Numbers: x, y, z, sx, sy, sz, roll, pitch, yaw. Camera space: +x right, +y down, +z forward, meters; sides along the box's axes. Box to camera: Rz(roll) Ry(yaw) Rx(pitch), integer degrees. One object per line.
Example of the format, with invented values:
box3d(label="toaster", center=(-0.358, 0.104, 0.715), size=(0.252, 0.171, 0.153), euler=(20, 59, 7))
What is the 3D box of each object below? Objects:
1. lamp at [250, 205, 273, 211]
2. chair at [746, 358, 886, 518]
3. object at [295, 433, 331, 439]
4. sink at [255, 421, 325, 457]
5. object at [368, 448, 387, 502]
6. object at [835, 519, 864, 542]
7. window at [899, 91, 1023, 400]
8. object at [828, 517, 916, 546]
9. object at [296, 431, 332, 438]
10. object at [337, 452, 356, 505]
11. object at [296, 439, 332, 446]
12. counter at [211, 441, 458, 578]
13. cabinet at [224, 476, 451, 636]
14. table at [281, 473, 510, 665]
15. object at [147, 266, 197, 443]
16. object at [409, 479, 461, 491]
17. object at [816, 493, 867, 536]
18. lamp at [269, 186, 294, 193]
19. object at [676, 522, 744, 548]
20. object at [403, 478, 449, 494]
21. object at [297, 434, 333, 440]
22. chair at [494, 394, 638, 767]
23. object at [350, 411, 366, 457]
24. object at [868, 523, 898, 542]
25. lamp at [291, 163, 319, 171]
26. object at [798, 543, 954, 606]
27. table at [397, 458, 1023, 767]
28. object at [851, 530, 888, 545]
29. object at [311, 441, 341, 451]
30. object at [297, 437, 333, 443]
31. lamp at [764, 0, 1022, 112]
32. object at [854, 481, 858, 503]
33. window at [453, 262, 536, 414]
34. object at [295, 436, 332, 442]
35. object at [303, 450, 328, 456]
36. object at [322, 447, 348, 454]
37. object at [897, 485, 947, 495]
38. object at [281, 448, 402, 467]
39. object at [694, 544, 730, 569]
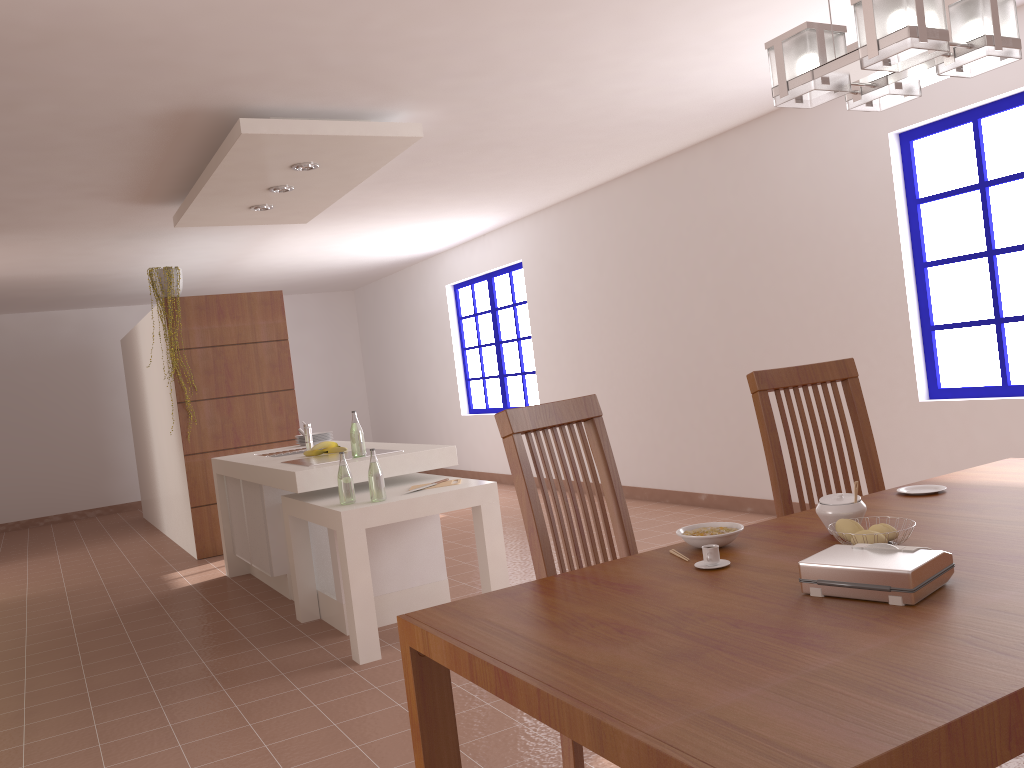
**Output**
box3d(label="lamp", center=(-1.590, -1.136, 5.626), size=(0.143, 0.059, 0.143), euler=(-7, 1, 0))
box3d(label="chair", center=(0.944, 0.467, 2.215), size=(0.444, 1.063, 0.574), euler=(-7, 1, -19))
box3d(label="object", center=(-1.367, 0.364, 6.124), size=(0.228, 0.020, 0.228), euler=(-6, 1, 43))
box3d(label="sink", center=(-1.357, 0.418, 5.586), size=(0.404, 0.368, 0.668), euler=(-8, 1, -29))
box3d(label="object", center=(-0.595, 0.397, 3.870), size=(0.071, 0.230, 0.071), euler=(-6, 1, 43))
box3d(label="object", center=(0.637, 0.275, 1.668), size=(0.055, 0.044, 0.048), euler=(-6, 1, 41))
box3d(label="window", center=(2.572, -0.665, 4.008), size=(0.035, 1.430, 1.699), euler=(-8, 1, -29))
box3d(label="object", center=(0.664, 0.280, 1.633), size=(0.151, 0.041, 0.151), euler=(-7, 1, 21))
box3d(label="object", center=(-1.369, 0.354, 6.124), size=(0.228, 0.020, 0.228), euler=(-6, 1, 43))
box3d(label="object", center=(-0.736, 0.413, 3.904), size=(0.071, 0.230, 0.071), euler=(-6, 1, 43))
box3d(label="object", center=(-1.362, 0.404, 6.125), size=(0.228, 0.020, 0.228), euler=(-6, 1, 43))
box3d(label="counter", center=(-1.105, 0.801, 5.224), size=(0.821, 0.800, 2.156), euler=(-8, 1, -29))
box3d(label="cabinet", center=(-1.068, 0.848, 5.178), size=(0.737, 0.700, 2.048), euler=(-8, 1, -29))
box3d(label="table", center=(-0.589, 0.831, 4.302), size=(0.737, 0.647, 1.003), euler=(-8, 1, -29))
box3d(label="object", center=(-2.568, -0.217, 6.730), size=(0.279, 1.344, 0.297), euler=(-7, 1, 21))
box3d(label="object", center=(-0.360, 0.476, 4.179), size=(0.266, 0.006, 0.168), euler=(-7, 1, -12))
box3d(label="object", center=(0.658, 0.259, 1.772), size=(0.096, 0.079, 0.096), euler=(-8, 1, -33))
box3d(label="lamp", center=(-1.352, -1.158, 5.188), size=(0.143, 0.059, 0.143), euler=(-7, 1, 0))
box3d(label="object", center=(0.403, 0.312, 1.801), size=(0.136, 0.036, 0.136), euler=(-7, 1, 19))
box3d(label="object", center=(-0.392, 0.474, 4.131), size=(0.041, 0.008, 0.375), euler=(-7, 1, 28))
box3d(label="object", center=(-1.366, 0.374, 6.125), size=(0.228, 0.020, 0.228), euler=(-6, 1, 43))
box3d(label="chair", center=(0.337, 0.547, 1.882), size=(0.574, 1.063, 0.444), euler=(-6, 1, 42))
box3d(label="object", center=(-0.783, 0.250, 4.469), size=(0.071, 0.230, 0.071), euler=(-6, 1, 43))
box3d(label="object", center=(0.685, 0.275, 1.643), size=(0.048, 0.033, 0.060), euler=(-8, 1, -30))
box3d(label="lamp", center=(-1.110, -1.181, 4.745), size=(0.143, 0.059, 0.143), euler=(-6, 1, 45))
box3d(label="object", center=(0.579, 0.284, 1.395), size=(0.195, 0.062, 0.176), euler=(-8, 1, -44))
box3d(label="table", center=(0.839, 0.653, 1.606), size=(1.800, 0.740, 0.900), euler=(-8, 1, -29))
box3d(label="object", center=(0.648, 0.281, 1.609), size=(0.061, 0.032, 0.048), euler=(-6, 1, 31))
box3d(label="object", center=(-1.043, 0.349, 5.009), size=(0.047, 0.055, 0.207), euler=(-6, 1, 38))
box3d(label="object", center=(-1.364, 0.394, 6.125), size=(0.228, 0.020, 0.228), euler=(-6, 1, 43))
box3d(label="lamp", center=(0.641, -1.004, 1.613), size=(0.304, 0.919, 0.304), euler=(-8, 1, -29))
box3d(label="object", center=(0.675, 0.227, 1.740), size=(0.010, 0.075, 0.015), euler=(-8, 1, -29))
box3d(label="window", center=(-0.137, -0.416, 9.015), size=(0.035, 1.430, 1.699), euler=(-8, 1, -29))
box3d(label="object", center=(-1.365, 0.384, 6.125), size=(0.228, 0.020, 0.228), euler=(-6, 1, 43))
box3d(label="object", center=(-1.115, 0.387, 4.972), size=(0.207, 0.033, 0.060), euler=(-6, 1, 41))
box3d(label="object", center=(-1.012, 0.374, 4.999), size=(0.207, 0.033, 0.060), euler=(-7, 1, 16))
box3d(label="object", center=(0.969, 0.252, 2.098), size=(0.108, 0.008, 0.108), euler=(-7, 1, 26))
box3d(label="object", center=(-0.896, 0.380, 4.637), size=(0.493, 0.006, 0.551), euler=(-8, 1, -29))
box3d(label="object", center=(0.368, 0.318, 1.638), size=(0.065, 0.037, 0.065), euler=(-7, 1, -15))
